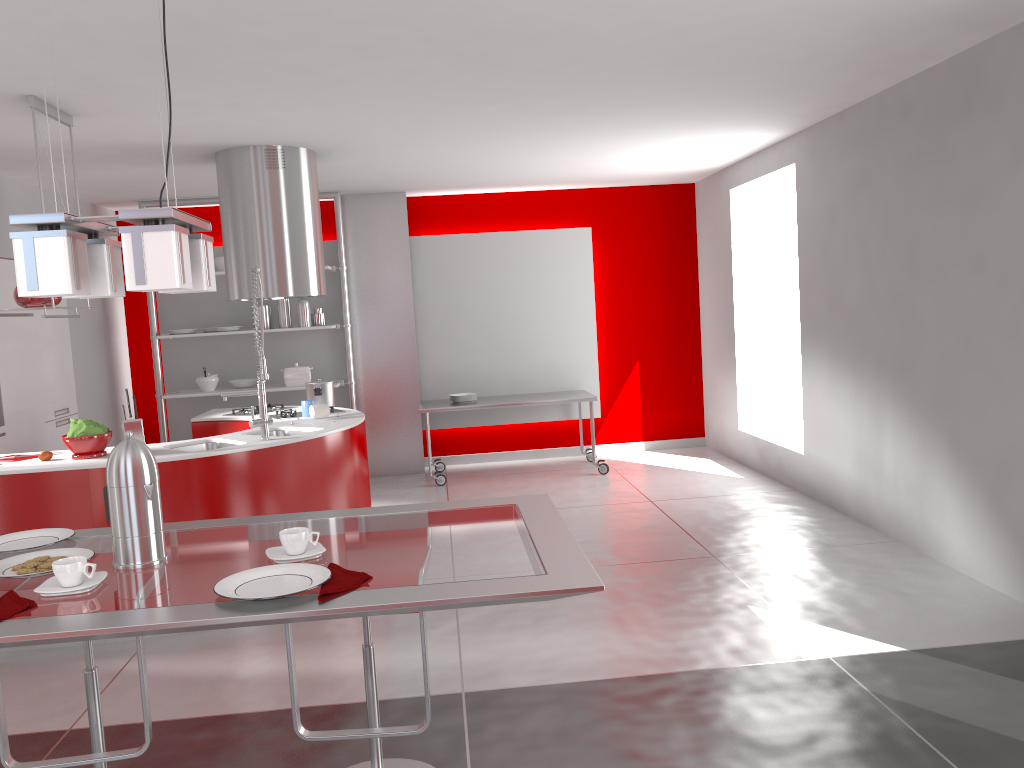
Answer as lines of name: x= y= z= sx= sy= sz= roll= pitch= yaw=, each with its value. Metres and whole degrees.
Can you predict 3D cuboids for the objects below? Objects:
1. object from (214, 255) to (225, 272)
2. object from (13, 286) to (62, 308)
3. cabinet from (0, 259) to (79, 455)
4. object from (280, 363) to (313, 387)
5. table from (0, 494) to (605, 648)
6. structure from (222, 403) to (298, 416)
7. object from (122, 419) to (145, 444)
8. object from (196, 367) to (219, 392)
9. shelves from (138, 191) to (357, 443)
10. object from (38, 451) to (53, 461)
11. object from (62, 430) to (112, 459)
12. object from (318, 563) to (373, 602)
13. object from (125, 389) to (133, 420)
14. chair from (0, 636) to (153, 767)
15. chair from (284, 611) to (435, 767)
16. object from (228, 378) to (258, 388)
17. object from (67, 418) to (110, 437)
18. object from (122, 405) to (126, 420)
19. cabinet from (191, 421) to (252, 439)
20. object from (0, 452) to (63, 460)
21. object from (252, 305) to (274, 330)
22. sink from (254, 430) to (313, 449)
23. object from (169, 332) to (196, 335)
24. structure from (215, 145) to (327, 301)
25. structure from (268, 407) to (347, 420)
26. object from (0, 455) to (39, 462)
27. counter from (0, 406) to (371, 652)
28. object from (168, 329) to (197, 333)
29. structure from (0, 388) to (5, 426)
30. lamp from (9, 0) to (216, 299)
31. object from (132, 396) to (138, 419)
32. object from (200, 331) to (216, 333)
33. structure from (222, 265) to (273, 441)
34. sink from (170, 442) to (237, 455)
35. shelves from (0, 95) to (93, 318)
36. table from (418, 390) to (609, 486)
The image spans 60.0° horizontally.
object: x=-2.490 y=-1.044 z=7.705 sx=0.192 sy=0.153 sz=0.192 roll=-3 pitch=5 yaw=9
object: x=-2.349 y=-0.505 z=4.383 sx=0.213 sy=0.266 sz=0.213 roll=-1 pitch=5 yaw=23
cabinet: x=-3.660 y=0.199 z=5.833 sx=0.614 sy=2.026 sz=2.398 roll=-4 pitch=5 yaw=-5
object: x=-1.906 y=-0.088 z=7.860 sx=0.282 sy=0.197 sz=0.235 roll=-5 pitch=5 yaw=-15
table: x=-0.687 y=0.878 z=1.945 sx=1.700 sy=1.000 sz=0.800 roll=-4 pitch=5 yaw=-5
structure: x=-1.745 y=0.172 z=6.169 sx=0.303 sy=0.037 sz=0.457 roll=-1 pitch=5 yaw=25
object: x=-1.869 y=0.262 z=4.379 sx=0.091 sy=0.178 sz=0.137 roll=-6 pitch=6 yaw=-32
object: x=-2.660 y=-0.043 z=7.740 sx=0.192 sy=0.214 sz=0.192 roll=-5 pitch=5 yaw=-18
shelves: x=-2.283 y=-0.342 z=7.813 sx=1.735 sy=2.599 sz=0.535 roll=-4 pitch=5 yaw=-5
object: x=-2.308 y=0.355 z=4.388 sx=0.064 sy=0.048 sz=0.063 roll=-6 pitch=6 yaw=-27
object: x=-2.113 y=0.306 z=4.426 sx=0.229 sy=0.118 sz=0.228 roll=-7 pitch=6 yaw=-33
object: x=-0.312 y=0.370 z=1.684 sx=0.095 sy=0.012 sz=0.234 roll=-4 pitch=5 yaw=-6
object: x=-1.888 y=0.185 z=4.396 sx=0.014 sy=0.322 sz=0.150 roll=-7 pitch=6 yaw=-34
chair: x=-1.273 y=0.919 z=2.705 sx=0.418 sy=0.857 sz=0.460 roll=-4 pitch=5 yaw=-9
chair: x=-0.442 y=0.864 z=2.769 sx=0.418 sy=0.857 sz=0.460 roll=-3 pitch=5 yaw=0
object: x=-2.390 y=-0.002 z=7.916 sx=0.272 sy=0.072 sz=0.272 roll=-8 pitch=7 yaw=-41
object: x=-2.106 y=0.252 z=4.423 sx=0.198 sy=0.182 sz=0.193 roll=-3 pitch=5 yaw=1
object: x=-1.905 y=0.202 z=4.375 sx=0.009 sy=0.197 sz=0.091 roll=-7 pitch=6 yaw=-34
cabinet: x=-2.231 y=0.724 z=5.088 sx=1.025 sy=0.761 sz=1.875 roll=1 pitch=7 yaw=40
object: x=-2.485 y=0.367 z=4.547 sx=0.375 sy=0.008 sz=0.041 roll=-6 pitch=6 yaw=-28
object: x=-2.183 y=-0.580 z=7.747 sx=0.184 sy=0.205 sz=0.172 roll=-3 pitch=5 yaw=0
sink: x=-1.285 y=0.372 z=5.007 sx=0.428 sy=0.172 sz=0.326 roll=0 pitch=6 yaw=34
object: x=-2.831 y=-0.435 z=7.647 sx=0.280 sy=0.015 sz=0.280 roll=0 pitch=6 yaw=32
structure: x=-1.600 y=-1.046 z=5.914 sx=0.644 sy=0.958 sz=0.644 roll=-7 pitch=6 yaw=-38
structure: x=-1.345 y=0.179 z=5.814 sx=0.457 sy=0.037 sz=0.303 roll=-6 pitch=6 yaw=-30
object: x=-2.537 y=0.378 z=4.526 sx=0.266 sy=0.006 sz=0.168 roll=-1 pitch=5 yaw=22
counter: x=-1.957 y=0.741 z=5.071 sx=1.868 sy=0.880 sz=2.865 roll=-1 pitch=6 yaw=29
object: x=-2.832 y=-0.449 z=7.645 sx=0.244 sy=0.042 sz=0.244 roll=-5 pitch=5 yaw=-20
structure: x=-3.332 y=0.000 z=5.544 sx=0.050 sy=0.589 sz=0.599 roll=-4 pitch=5 yaw=-5
lamp: x=-0.835 y=-0.697 z=1.804 sx=0.304 sy=1.025 sz=0.304 roll=-4 pitch=5 yaw=-5
object: x=-1.859 y=0.199 z=4.404 sx=0.012 sy=0.279 sz=0.130 roll=-7 pitch=6 yaw=-34
object: x=-2.641 y=-0.467 z=7.884 sx=0.280 sy=0.015 sz=0.280 roll=0 pitch=6 yaw=32
structure: x=-1.369 y=-0.164 z=4.673 sx=0.178 sy=0.920 sz=0.308 roll=1 pitch=6 yaw=39
sink: x=-1.597 y=0.422 z=4.636 sx=0.326 sy=0.172 sz=0.428 roll=-8 pitch=7 yaw=-44
shelves: x=-2.654 y=-0.810 z=4.312 sx=0.934 sy=1.023 sz=0.462 roll=-4 pitch=5 yaw=-5
table: x=-0.005 y=0.472 z=7.987 sx=1.627 sy=0.682 sz=0.749 roll=-4 pitch=5 yaw=-4
